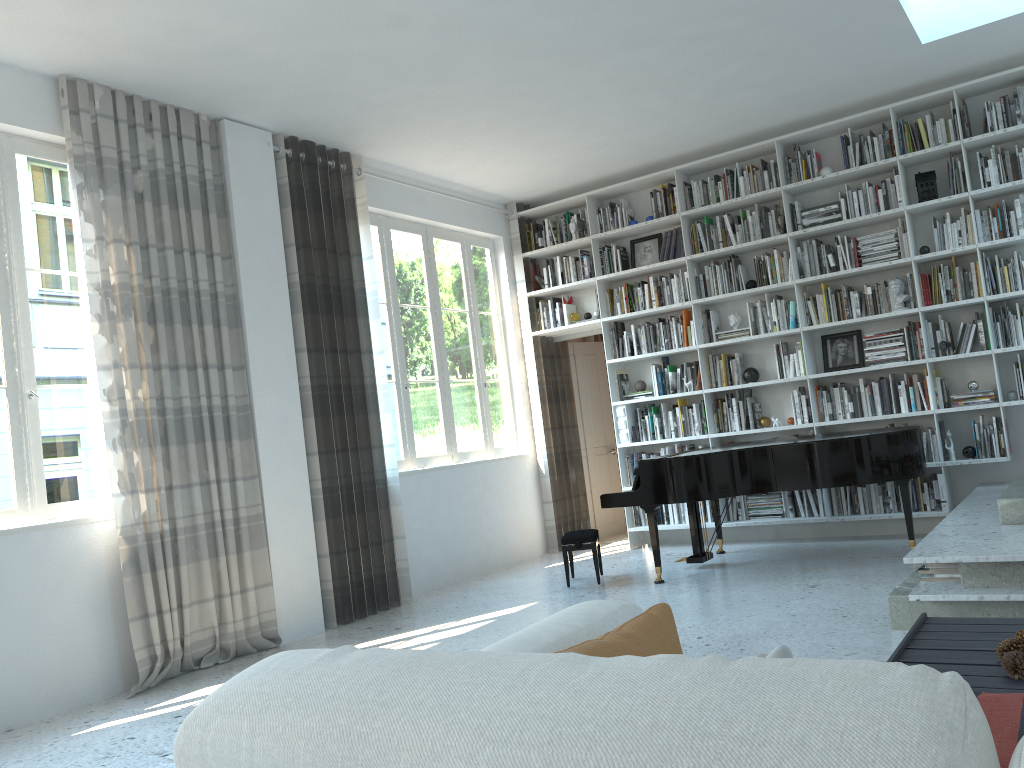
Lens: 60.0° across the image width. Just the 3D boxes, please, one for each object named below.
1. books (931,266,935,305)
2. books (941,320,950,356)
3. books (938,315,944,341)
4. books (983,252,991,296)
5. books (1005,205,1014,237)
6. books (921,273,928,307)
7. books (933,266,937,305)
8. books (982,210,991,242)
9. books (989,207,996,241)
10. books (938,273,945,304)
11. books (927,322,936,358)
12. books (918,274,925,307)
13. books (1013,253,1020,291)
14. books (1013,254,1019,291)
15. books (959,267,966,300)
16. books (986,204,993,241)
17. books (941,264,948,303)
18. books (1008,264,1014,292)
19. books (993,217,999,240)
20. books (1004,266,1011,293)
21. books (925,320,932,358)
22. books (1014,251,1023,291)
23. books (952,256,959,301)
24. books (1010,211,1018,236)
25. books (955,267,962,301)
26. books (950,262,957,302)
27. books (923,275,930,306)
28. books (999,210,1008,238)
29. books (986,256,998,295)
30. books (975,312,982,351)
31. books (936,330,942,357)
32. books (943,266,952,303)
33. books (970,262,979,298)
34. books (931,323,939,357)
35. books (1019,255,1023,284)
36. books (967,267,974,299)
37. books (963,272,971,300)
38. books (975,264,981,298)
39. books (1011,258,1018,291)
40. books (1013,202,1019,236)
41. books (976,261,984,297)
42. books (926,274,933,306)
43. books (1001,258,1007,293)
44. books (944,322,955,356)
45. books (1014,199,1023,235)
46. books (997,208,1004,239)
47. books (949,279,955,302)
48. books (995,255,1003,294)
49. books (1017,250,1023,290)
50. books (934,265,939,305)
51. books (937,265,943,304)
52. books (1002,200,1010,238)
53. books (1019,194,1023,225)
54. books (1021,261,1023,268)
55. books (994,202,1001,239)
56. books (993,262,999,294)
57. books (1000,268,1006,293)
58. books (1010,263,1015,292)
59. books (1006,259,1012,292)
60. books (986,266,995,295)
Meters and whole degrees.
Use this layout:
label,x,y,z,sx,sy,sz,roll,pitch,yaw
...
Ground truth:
label,x,y,z,sx,sy,sz,roll,pitch,yaw
books,3.067,-0.702,6.441,0.035,0.293,0.145,-9,-4,33
books,3.144,-0.328,6.419,0.012,0.265,0.157,-9,-4,33
books,3.126,-0.347,6.419,0.013,0.306,0.141,-9,-4,33
books,3.350,-0.762,6.244,0.006,0.318,0.164,-9,-4,33
books,3.465,-1.112,6.162,0.022,0.237,0.164,-9,-4,33
books,3.027,-0.676,6.487,0.015,0.255,0.150,-9,-4,33
books,3.084,-0.704,6.443,0.035,0.293,0.145,-9,-4,33
books,3.360,-1.095,6.260,0.030,0.242,0.138,-9,-4,33
books,3.378,-1.102,6.223,0.014,0.247,0.176,-9,-4,33
books,3.119,-0.680,6.409,0.015,0.231,0.180,-9,-4,33
books,3.072,-0.316,6.466,0.024,0.263,0.154,-9,-4,33
books,3.013,-0.673,6.495,0.014,0.254,0.161,-9,-4,33
books,3.510,-0.764,6.155,0.006,0.273,0.167,-9,-4,33
books,3.503,-0.762,6.153,0.006,0.270,0.178,-9,-4,33
books,3.220,-0.703,6.318,0.027,0.242,0.188,-9,-4,33
books,3.374,-1.116,6.245,0.014,0.278,0.154,-9,-4,33
books,3.128,-0.713,6.399,0.019,0.294,0.163,-9,-4,33
books,3.481,-0.727,6.174,0.014,0.209,0.156,-9,-4,33
books,3.404,-1.071,6.222,0.021,0.179,0.136,-9,-4,33
books,3.449,-0.715,6.164,0.017,0.192,0.191,-9,-4,33
books,3.056,-0.324,6.476,0.012,0.285,0.159,-9,-4,33
books,3.517,-0.772,6.150,0.013,0.287,0.158,-9,-4,33
books,3.192,-0.745,6.362,0.022,0.337,0.169,-9,-4,33
books,3.492,-1.093,6.156,0.025,0.194,0.171,-9,-4,33
books,3.214,-0.705,6.352,0.033,0.253,0.174,-9,-4,33
books,3.174,-0.721,6.352,0.019,0.293,0.182,-9,-4,33
books,3.041,-0.672,6.477,0.014,0.244,0.145,-9,-4,33
books,3.442,-1.096,6.194,0.026,0.215,0.161,-9,-4,33
books,3.380,-0.751,6.229,0.035,0.287,0.191,-9,-4,33
books,3.320,-0.368,6.296,0.013,0.285,0.138,-9,-4,33
books,3.108,-0.287,6.415,0.027,0.192,0.182,-9,-4,33
books,3.158,-0.708,6.407,0.035,0.278,0.139,-9,-4,33
books,3.292,-0.725,6.297,0.032,0.266,0.143,-9,-4,33
books,3.092,-0.314,6.448,0.028,0.253,0.142,-9,-4,33
books,3.542,-0.759,6.143,0.007,0.254,0.161,-9,-4,33
books,3.277,-0.708,6.314,0.028,0.239,0.145,-9,-4,33
books,3.247,-0.687,6.311,0.034,0.204,0.181,-9,-4,33
books,3.317,-0.718,6.299,0.019,0.247,0.149,-9,-4,33
books,3.500,-0.747,6.166,0.017,0.242,0.132,-9,-4,33
books,3.506,-1.127,6.152,0.011,0.256,0.131,-9,-4,33
books,3.330,-0.731,6.287,0.033,0.268,0.141,-9,-4,33
books,3.060,-0.676,6.478,0.013,0.246,0.176,-9,-4,33
books,3.449,-0.745,6.200,0.013,0.255,0.144,-9,-4,33
books,3.164,-0.323,6.406,0.035,0.248,0.141,-9,-4,33
books,3.510,-1.133,6.121,0.030,0.263,0.182,-9,-4,33
books,3.424,-1.103,6.203,0.013,0.236,0.157,-9,-4,33
books,3.186,-0.663,6.393,0.030,0.181,0.131,-9,-4,33
books,3.409,-0.752,6.192,0.013,0.279,0.191,-9,-4,33
books,3.550,-0.781,6.179,0.011,0.300,0.088,-9,-4,33
books,3.086,-0.705,6.423,0.035,0.293,0.145,-9,-4,33
books,3.105,-0.707,6.429,0.035,0.293,0.145,-9,-4,33
books,3.444,-1.130,6.168,0.014,0.280,0.177,-9,-4,33
books,3.546,-1.153,6.127,0.027,0.295,0.159,-9,-4,33
books,3.555,-0.740,6.103,0.051,0.210,0.176,-9,-4,33
books,3.421,-1.125,6.228,0.014,0.283,0.135,-9,-4,33
books,3.411,-0.732,6.233,0.007,0.244,0.145,-9,-4,33
books,3.439,-0.712,6.201,0.014,0.192,0.147,-9,-4,33
books,3.485,-0.730,6.162,0.007,0.211,0.158,-9,-4,33
books,3.470,-0.742,6.181,0.008,0.242,0.169,-9,-4,33
books,3.373,-0.715,6.247,0.015,0.220,0.155,-9,-4,33
